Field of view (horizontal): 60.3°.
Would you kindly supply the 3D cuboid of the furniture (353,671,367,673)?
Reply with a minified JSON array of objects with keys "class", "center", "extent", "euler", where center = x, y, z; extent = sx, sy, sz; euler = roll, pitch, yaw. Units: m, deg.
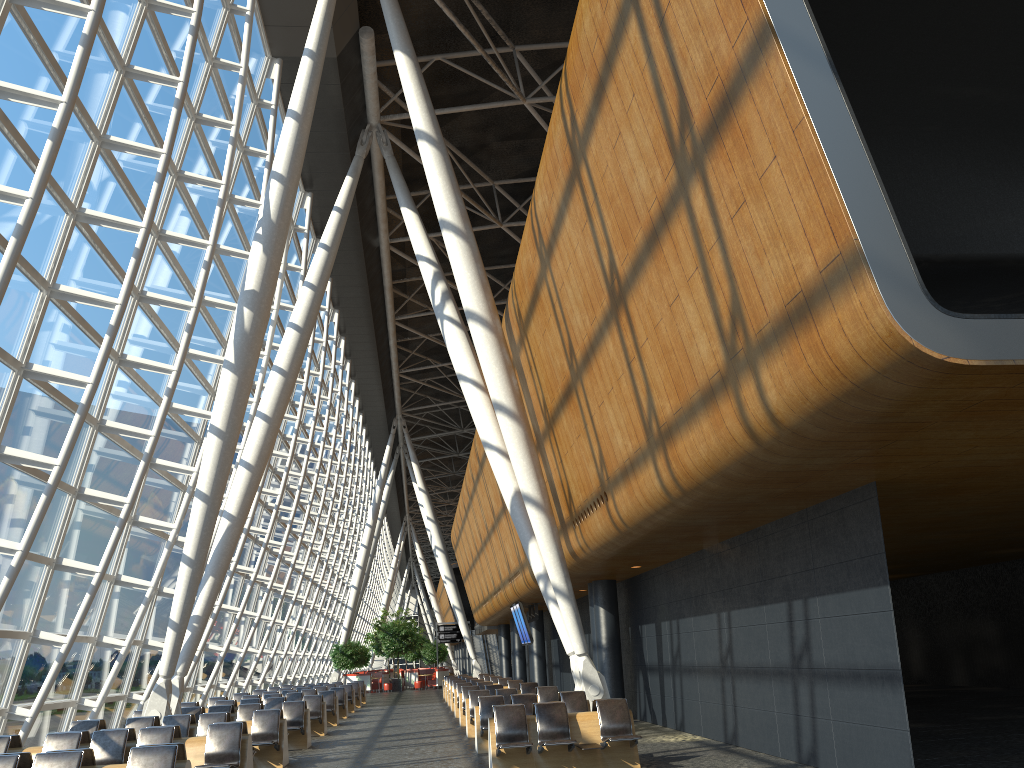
[{"class":"furniture","center":[-9.692,19.155,57.099],"extent":[0.889,0.984,2.897],"euler":[-4,-17,5]}]

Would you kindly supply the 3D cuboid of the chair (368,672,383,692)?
[{"class":"chair","center":[-7.468,16.285,48.188],"extent":[0.625,0.988,0.674],"euler":[-7,-14,18]}]

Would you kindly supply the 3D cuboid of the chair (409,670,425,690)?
[{"class":"chair","center":[-5.088,15.987,47.636],"extent":[0.630,0.988,0.668],"euler":[-13,-17,37]}]

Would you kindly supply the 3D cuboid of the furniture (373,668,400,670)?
[{"class":"furniture","center":[-13.738,31.425,95.887],"extent":[3.249,0.850,1.701],"euler":[-1,-16,-6]}]

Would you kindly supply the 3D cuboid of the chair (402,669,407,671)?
[{"class":"chair","center":[-6.770,19.331,58.174],"extent":[0.666,0.988,0.632],"euler":[-10,-15,28]}]

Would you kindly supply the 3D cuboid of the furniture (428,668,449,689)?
[{"class":"furniture","center":[-3.933,16.085,48.153],"extent":[0.889,0.984,2.897],"euler":[-4,-17,5]}]

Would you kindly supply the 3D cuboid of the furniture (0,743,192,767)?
[{"class":"furniture","center":[-4.560,3.742,7.830],"extent":[3.249,0.850,1.701],"euler":[-1,-16,-6]}]

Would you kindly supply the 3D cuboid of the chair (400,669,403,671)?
[{"class":"chair","center":[-7.467,20.528,61.929],"extent":[0.661,0.988,0.636],"euler":[2,-14,-21]}]

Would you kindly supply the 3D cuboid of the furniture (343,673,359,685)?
[{"class":"furniture","center":[-8.931,16.859,49.796],"extent":[0.889,0.984,2.897],"euler":[-4,-17,5]}]

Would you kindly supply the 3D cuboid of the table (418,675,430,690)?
[{"class":"table","center":[-4.577,15.803,46.698],"extent":[0.800,0.733,0.817],"euler":[-6,-15,9]}]

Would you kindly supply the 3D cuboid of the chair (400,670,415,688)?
[{"class":"chair","center":[-6.009,17.035,50.871],"extent":[0.666,0.988,0.632],"euler":[-10,-15,28]}]

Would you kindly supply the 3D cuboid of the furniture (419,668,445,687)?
[{"class":"furniture","center":[-4.739,16.987,50.935],"extent":[0.894,0.986,2.878],"euler":[8,-20,-37]}]

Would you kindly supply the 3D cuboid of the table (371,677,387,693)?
[{"class":"table","center":[-6.912,15.670,45.867],"extent":[0.803,0.733,0.814],"euler":[7,-18,-34]}]

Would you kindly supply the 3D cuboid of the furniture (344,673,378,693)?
[{"class":"furniture","center":[-8.125,15.957,47.014],"extent":[0.894,0.986,2.878],"euler":[8,-20,-37]}]

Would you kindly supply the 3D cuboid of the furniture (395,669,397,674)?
[{"class":"furniture","center":[-12.215,26.830,81.271],"extent":[3.249,0.850,1.701],"euler":[-1,-16,-6]}]

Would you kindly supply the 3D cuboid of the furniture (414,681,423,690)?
[{"class":"furniture","center":[-4.899,15.840,46.283],"extent":[0.443,0.450,0.453],"euler":[-5,-14,6]}]

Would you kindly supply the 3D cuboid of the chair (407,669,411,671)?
[{"class":"chair","center":[-6.375,18.975,57.088],"extent":[0.627,0.988,0.671],"euler":[-10,-15,28]}]

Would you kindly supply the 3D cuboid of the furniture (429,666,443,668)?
[{"class":"furniture","center":[-7.616,29.553,90.880],"extent":[1.896,0.850,1.701],"euler":[-1,-16,-6]}]

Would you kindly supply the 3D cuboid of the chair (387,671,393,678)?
[{"class":"chair","center":[-7.741,18.167,54.236],"extent":[0.663,0.988,0.635],"euler":[-7,-14,18]}]

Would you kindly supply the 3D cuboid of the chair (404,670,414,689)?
[{"class":"chair","center":[-5.614,16.679,49.784],"extent":[0.627,0.988,0.671],"euler":[-10,-15,28]}]

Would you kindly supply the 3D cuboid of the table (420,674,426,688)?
[{"class":"table","center":[-5.268,17.009,50.484],"extent":[0.800,0.733,0.817],"euler":[-6,-15,9]}]

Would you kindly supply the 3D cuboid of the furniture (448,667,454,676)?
[{"class":"furniture","center":[-5.788,24.039,73.341],"extent":[1.896,0.850,1.701],"euler":[-1,-16,-6]}]

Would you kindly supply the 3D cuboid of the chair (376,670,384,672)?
[{"class":"chair","center":[-9.454,20.731,62.246],"extent":[0.627,0.988,0.671],"euler":[8,-17,-40]}]

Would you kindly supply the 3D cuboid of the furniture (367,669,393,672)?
[{"class":"furniture","center":[-9.675,21.809,65.698],"extent":[0.898,0.985,2.866],"euler":[-13,-19,34]}]

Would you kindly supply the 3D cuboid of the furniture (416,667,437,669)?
[{"class":"furniture","center":[-6.210,20.425,61.812],"extent":[0.898,0.985,2.866],"euler":[-13,-19,34]}]

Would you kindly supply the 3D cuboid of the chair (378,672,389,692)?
[{"class":"chair","center":[-6.980,15.871,46.933],"extent":[0.663,0.988,0.635],"euler":[-7,-14,18]}]

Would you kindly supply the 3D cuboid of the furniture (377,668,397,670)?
[{"class":"furniture","center":[-13.433,30.506,92.964],"extent":[3.249,0.850,1.701],"euler":[-1,-16,-6]}]

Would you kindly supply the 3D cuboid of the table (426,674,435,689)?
[{"class":"table","center":[-4.607,16.269,48.202],"extent":[0.800,0.733,0.817],"euler":[-6,-15,9]}]

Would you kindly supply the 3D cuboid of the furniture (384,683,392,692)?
[{"class":"furniture","center":[-6.418,15.737,45.688],"extent":[0.448,0.450,0.449],"euler":[-13,-18,35]}]

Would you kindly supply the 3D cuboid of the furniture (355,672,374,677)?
[{"class":"furniture","center":[-8.886,18.253,54.317],"extent":[0.894,0.986,2.878],"euler":[8,-20,-37]}]

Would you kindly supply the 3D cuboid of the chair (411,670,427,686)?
[{"class":"chair","center":[-5.149,16.327,48.725],"extent":[0.668,0.988,0.630],"euler":[-13,-17,37]}]
